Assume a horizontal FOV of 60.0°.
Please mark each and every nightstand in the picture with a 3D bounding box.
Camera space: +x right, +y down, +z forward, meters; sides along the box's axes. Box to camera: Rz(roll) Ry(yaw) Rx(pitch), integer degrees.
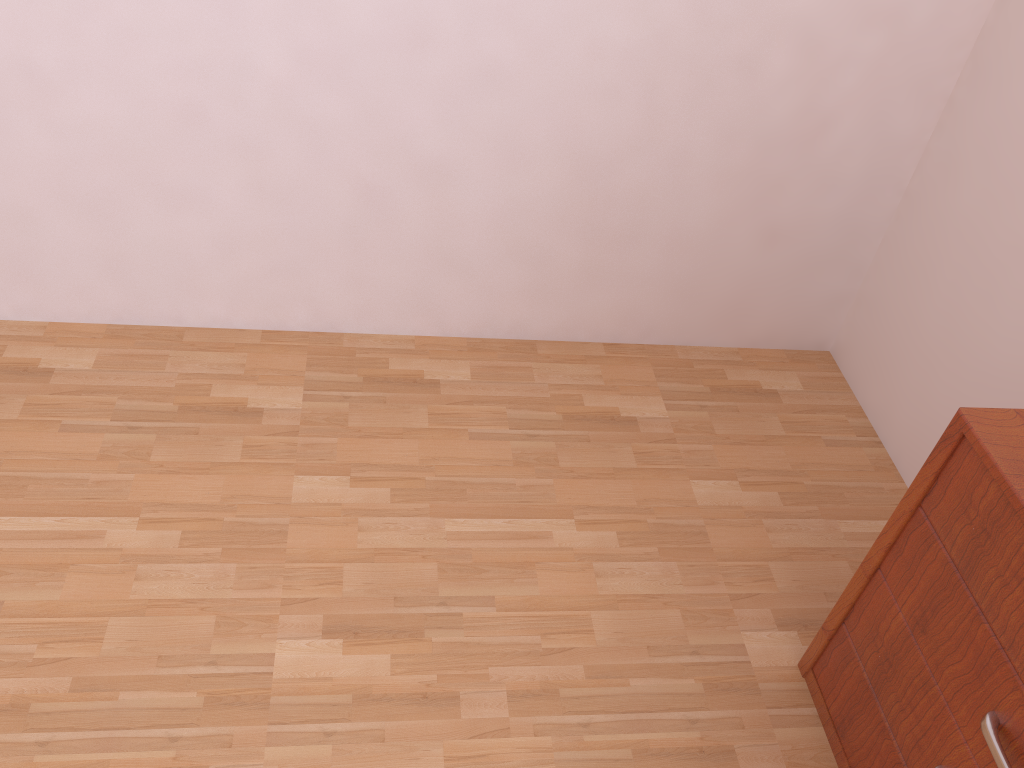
[{"bbox_3d":[0.778,0.540,1.095,0.428,0.626,0.815,2,41,-9],"label":"nightstand"}]
